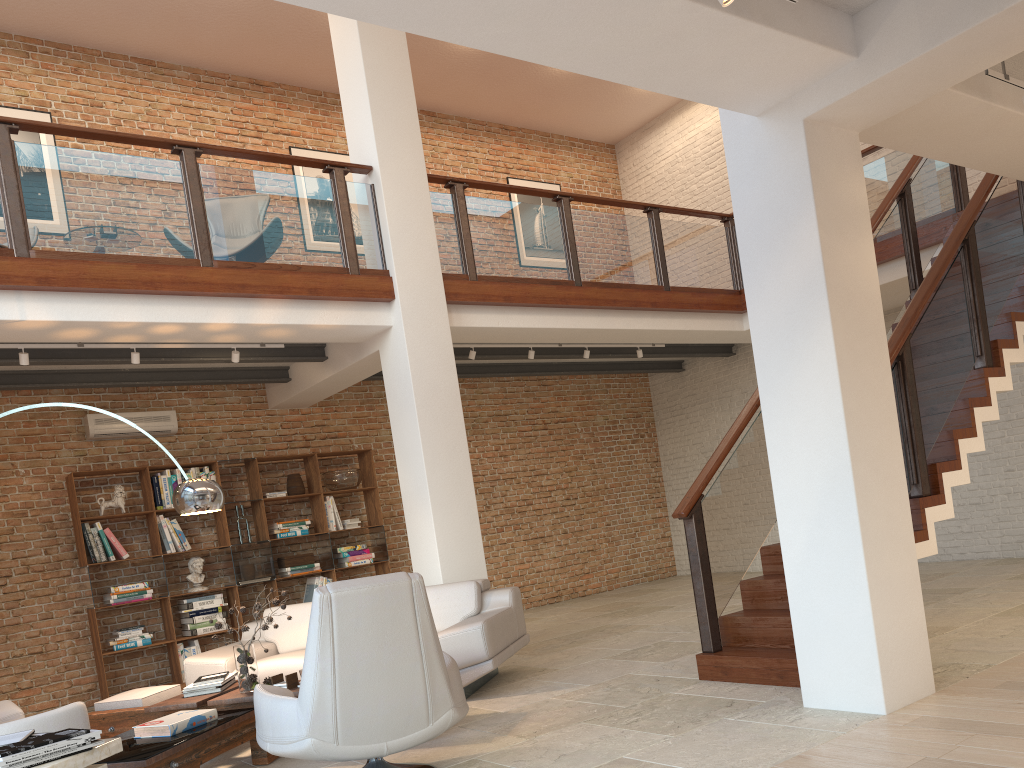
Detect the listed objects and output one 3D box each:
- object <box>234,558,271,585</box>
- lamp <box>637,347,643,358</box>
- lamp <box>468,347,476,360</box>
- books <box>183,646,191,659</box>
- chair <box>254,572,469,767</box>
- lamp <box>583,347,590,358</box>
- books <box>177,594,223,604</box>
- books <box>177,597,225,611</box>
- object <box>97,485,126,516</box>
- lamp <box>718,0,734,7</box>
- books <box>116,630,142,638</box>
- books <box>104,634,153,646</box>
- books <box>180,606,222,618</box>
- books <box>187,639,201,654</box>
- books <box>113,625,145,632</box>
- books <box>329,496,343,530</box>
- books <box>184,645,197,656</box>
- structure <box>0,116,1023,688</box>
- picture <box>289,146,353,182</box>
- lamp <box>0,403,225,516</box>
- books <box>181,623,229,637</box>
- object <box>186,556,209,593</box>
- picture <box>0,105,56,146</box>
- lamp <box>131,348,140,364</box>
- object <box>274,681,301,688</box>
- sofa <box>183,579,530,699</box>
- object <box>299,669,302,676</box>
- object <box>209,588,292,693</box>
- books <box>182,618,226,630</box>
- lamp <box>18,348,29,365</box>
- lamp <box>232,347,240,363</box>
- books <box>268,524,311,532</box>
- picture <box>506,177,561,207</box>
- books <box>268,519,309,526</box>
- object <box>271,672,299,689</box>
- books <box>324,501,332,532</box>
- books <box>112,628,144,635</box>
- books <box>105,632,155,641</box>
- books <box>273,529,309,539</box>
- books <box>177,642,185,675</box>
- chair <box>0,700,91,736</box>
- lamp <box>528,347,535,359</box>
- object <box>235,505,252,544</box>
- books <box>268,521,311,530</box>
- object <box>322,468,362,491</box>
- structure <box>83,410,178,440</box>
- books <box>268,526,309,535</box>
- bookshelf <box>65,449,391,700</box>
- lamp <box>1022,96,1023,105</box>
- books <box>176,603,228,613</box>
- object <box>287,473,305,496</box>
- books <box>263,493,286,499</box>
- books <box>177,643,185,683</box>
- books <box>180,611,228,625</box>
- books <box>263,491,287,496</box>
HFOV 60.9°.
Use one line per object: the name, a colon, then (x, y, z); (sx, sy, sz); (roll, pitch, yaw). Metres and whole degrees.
object: (-2.690, 1.921, 8.923); (0.332, 0.231, 0.289); (-4, -6, -36)
lamp: (1.417, -0.346, 9.675); (0.060, 0.128, 0.087); (-9, -2, 13)
lamp: (-0.382, -0.286, 8.361); (0.087, 0.128, 0.059); (-9, -1, 23)
books: (-3.189, 2.738, 8.534); (0.057, 0.328, 0.259); (-9, -2, -37)
chair: (-0.670, 1.387, 4.035); (1.019, 1.008, 0.988); (-7, -4, -20)
lamp: (0.788, -0.324, 9.223); (0.060, 0.128, 0.087); (-8, -2, -35)
books: (-3.097, 2.132, 8.654); (0.376, 0.036, 0.249); (-2, -11, -36)
books: (-3.088, 2.183, 8.661); (0.376, 0.064, 0.249); (-1, -11, -42)
object: (-3.757, 1.090, 8.189); (0.249, 0.281, 0.132); (-7, -1, -29)
lamp: (0.704, -1.323, 2.911); (0.087, 0.128, 0.059); (-9, -1, 23)
books: (-3.630, 2.367, 8.263); (0.204, 0.033, 0.135); (-2, -11, -36)
books: (-3.625, 2.417, 8.245); (0.376, 0.036, 0.249); (-2, -11, -36)
books: (-3.079, 2.257, 8.624); (0.324, 0.055, 0.260); (-1, -12, -41)
books: (-3.107, 2.710, 8.616); (0.078, 0.382, 0.248); (-9, -1, -37)
books: (-3.627, 2.312, 8.252); (0.250, 0.017, 0.165); (-2, -11, -36)
books: (-1.970, 1.426, 9.553); (0.100, 0.381, 0.248); (-9, -1, -37)
books: (-3.140, 2.734, 8.562); (0.055, 0.327, 0.259); (-9, -2, -37)
structure: (2.133, -0.584, 4.291); (10.062, 4.102, 14.147); (-3, -10, -36)
picture: (-2.042, -2.081, 10.032); (0.903, 1.189, 0.028); (-7, 0, -36)
lamp: (-2.786, 1.279, 5.594); (2.032, 2.338, 0.319); (-9, 1, 1)
books: (-3.043, 2.437, 8.645); (0.376, 0.064, 0.249); (-1, -11, -42)
object: (-3.133, 1.884, 8.636); (0.194, 0.348, 0.196); (-8, -1, -21)
picture: (-4.690, -1.994, 8.090); (0.903, 1.189, 0.028); (-7, 0, -36)
lamp: (-2.837, -0.205, 6.564); (0.060, 0.128, 0.087); (-8, -2, -35)
object: (-1.193, 1.721, 5.048); (0.252, 0.034, 0.271); (-13, -10, 25)
sofa: (-1.124, 1.972, 6.516); (2.346, 0.751, 1.148); (-11, -6, 14)
object: (-1.163, 1.667, 4.970); (0.092, 0.084, 0.091); (-10, -4, 13)
object: (-1.495, 1.505, 5.202); (0.321, 0.602, 0.539); (-9, -3, 24)
books: (-3.064, 2.382, 8.659); (0.359, 0.055, 0.288); (-3, -10, -34)
lamp: (-3.432, -0.190, 6.128); (0.060, 0.120, 0.087); (-8, -2, -35)
lamp: (-2.229, -0.230, 7.023); (0.060, 0.115, 0.096); (-8, -3, -30)
books: (-2.361, 1.524, 9.230); (0.376, 0.018, 0.249); (0, -12, -43)
picture: (0.383, -2.160, 11.810); (0.903, 1.189, 0.028); (-7, 0, -36)
books: (-2.376, 1.471, 9.238); (0.352, 0.020, 0.278); (-2, -11, -38)
object: (-1.302, 1.706, 5.001); (0.116, 0.081, 0.093); (-11, -5, 25)
books: (-2.058, 1.451, 9.459); (0.055, 0.327, 0.259); (-9, -2, -37)
books: (-3.642, 2.343, 8.264); (0.234, 0.018, 0.174); (0, -12, -43)
books: (-3.611, 2.387, 8.245); (0.376, 0.018, 0.249); (0, -12, -43)
books: (-2.347, 1.597, 9.236); (0.324, 0.055, 0.260); (-4, -10, -26)
books: (-3.235, 2.715, 8.513); (0.036, 0.381, 0.248); (-10, -1, -37)
chair: (-2.921, 1.812, 4.574); (1.044, 0.991, 0.975); (-12, -5, 38)
lamp: (0.193, -0.305, 8.787); (0.060, 0.128, 0.087); (-8, -2, -35)
object: (-2.750, 1.432, 8.895); (0.120, 0.397, 0.063); (-9, 1, -34)
books: (-2.359, 1.495, 9.223); (0.376, 0.036, 0.249); (0, -12, -42)
object: (-1.866, 1.072, 9.617); (0.439, 0.217, 0.439); (-9, -7, 5)
structure: (-3.705, 0.401, 8.498); (0.805, 0.217, 0.204); (-2, -6, -36)
books: (-2.375, 1.554, 9.230); (0.376, 0.036, 0.249); (-2, -11, -36)
bookshelf: (-2.706, 1.877, 8.936); (3.004, 2.184, 0.370); (-5, -1, -36)
lamp: (2.530, -1.382, 4.256); (0.060, 0.128, 0.087); (-9, -2, 13)
books: (-3.078, 2.222, 8.643); (0.440, 0.020, 0.278); (-2, -11, -36)
object: (-2.300, 1.072, 9.246); (0.194, 0.231, 0.194); (-9, -3, 11)
books: (-2.485, 1.177, 9.106); (0.204, 0.033, 0.135); (-2, -11, -36)
books: (-3.255, 2.712, 8.478); (0.036, 0.381, 0.248); (-10, -1, -37)
books: (-3.055, 2.319, 8.651); (0.249, 0.064, 0.377); (-15, -11, 39)
books: (-2.497, 1.152, 9.107); (0.234, 0.018, 0.174); (0, -12, -43)
